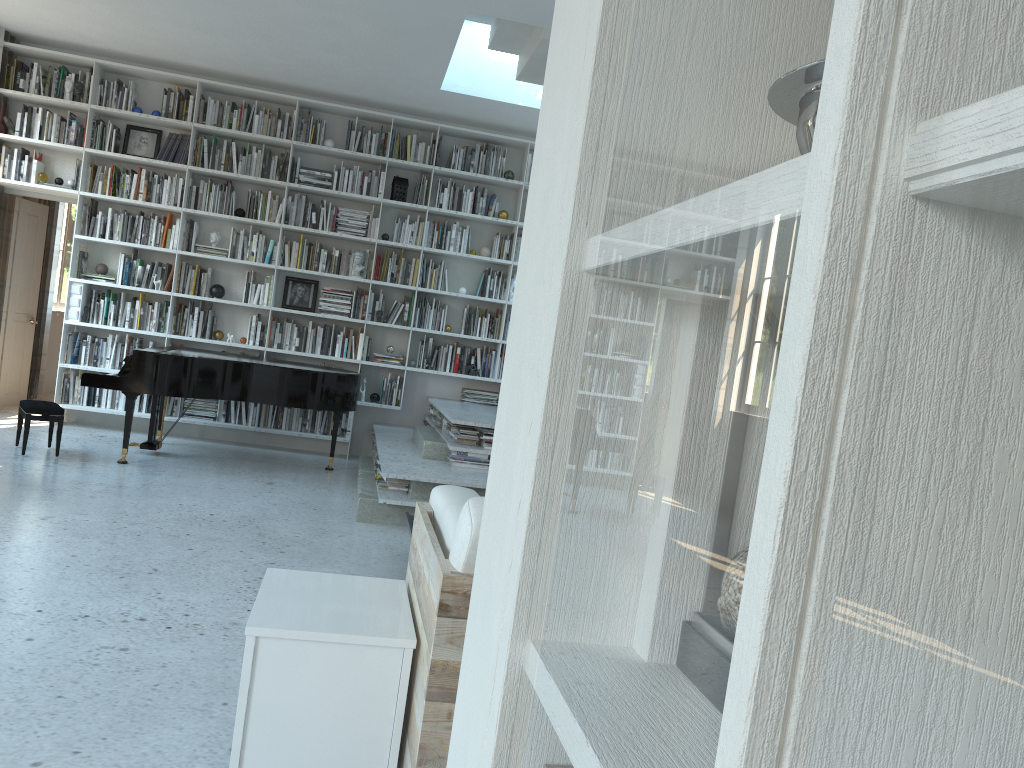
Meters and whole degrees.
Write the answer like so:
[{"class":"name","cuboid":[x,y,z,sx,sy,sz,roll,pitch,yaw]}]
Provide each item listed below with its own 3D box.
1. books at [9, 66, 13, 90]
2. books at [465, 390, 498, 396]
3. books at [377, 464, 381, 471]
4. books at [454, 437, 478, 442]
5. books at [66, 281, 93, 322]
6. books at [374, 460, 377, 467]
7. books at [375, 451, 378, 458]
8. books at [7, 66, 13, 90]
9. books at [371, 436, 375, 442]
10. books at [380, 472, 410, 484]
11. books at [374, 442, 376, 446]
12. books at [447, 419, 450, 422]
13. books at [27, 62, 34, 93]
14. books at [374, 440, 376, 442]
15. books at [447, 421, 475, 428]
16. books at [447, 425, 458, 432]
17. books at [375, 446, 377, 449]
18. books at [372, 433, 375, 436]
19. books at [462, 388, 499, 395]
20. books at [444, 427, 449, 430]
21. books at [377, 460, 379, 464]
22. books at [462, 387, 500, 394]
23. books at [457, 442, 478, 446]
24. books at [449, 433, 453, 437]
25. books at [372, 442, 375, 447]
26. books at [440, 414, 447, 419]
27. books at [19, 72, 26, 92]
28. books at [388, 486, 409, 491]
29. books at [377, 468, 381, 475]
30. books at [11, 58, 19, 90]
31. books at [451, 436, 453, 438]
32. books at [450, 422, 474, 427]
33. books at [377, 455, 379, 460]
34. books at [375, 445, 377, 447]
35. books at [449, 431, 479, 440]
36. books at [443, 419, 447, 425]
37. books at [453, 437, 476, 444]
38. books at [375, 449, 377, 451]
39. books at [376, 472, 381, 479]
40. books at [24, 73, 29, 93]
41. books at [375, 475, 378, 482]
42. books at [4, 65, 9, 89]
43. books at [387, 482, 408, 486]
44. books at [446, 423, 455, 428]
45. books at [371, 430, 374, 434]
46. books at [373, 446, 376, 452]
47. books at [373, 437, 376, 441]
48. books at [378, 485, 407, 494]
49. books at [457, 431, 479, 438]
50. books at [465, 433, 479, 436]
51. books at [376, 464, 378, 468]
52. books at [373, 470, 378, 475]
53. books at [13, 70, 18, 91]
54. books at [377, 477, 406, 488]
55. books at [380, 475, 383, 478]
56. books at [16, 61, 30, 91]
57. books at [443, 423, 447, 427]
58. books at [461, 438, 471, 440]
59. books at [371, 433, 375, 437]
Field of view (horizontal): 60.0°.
[{"class":"books","cuboid":[-4.237,-2.574,7.557,0.023,0.223,0.150,8,3,-10]},{"class":"books","cuboid":[-0.298,0.080,8.456,0.308,0.008,0.195,8,2,-8]},{"class":"books","cuboid":[-0.773,0.560,5.795,0.192,0.014,0.256,8,2,-14]},{"class":"books","cuboid":[-0.341,0.397,6.473,0.152,0.015,0.207,8,2,-13]},{"class":"books","cuboid":[-3.772,-0.715,7.738,0.106,0.340,0.306,8,2,-10]},{"class":"books","cuboid":[-0.944,0.609,6.696,0.189,0.009,0.290,8,2,-7]},{"class":"books","cuboid":[-0.985,0.564,7.000,0.182,0.013,0.287,8,2,-9]},{"class":"books","cuboid":[-4.261,-2.580,7.563,0.024,0.228,0.129,8,3,-10]},{"class":"books","cuboid":[-1.154,0.504,7.911,0.191,0.028,0.212,8,2,-6]},{"class":"books","cuboid":[-0.766,0.607,5.800,0.156,0.027,0.287,8,2,-15]},{"class":"books","cuboid":[-1.039,0.502,7.301,0.182,0.016,0.198,8,2,-5]},{"class":"books","cuboid":[-0.400,0.276,6.735,0.189,0.022,0.237,8,2,-5]},{"class":"books","cuboid":[-4.097,-2.584,7.579,0.010,0.281,0.160,8,3,-10]},{"class":"books","cuboid":[-1.090,0.491,7.609,0.180,0.015,0.294,8,2,-12]},{"class":"books","cuboid":[-0.392,0.309,6.739,0.168,0.013,0.281,8,2,-13]},{"class":"books","cuboid":[-0.394,0.343,6.741,0.177,0.026,0.230,8,2,-10]},{"class":"books","cuboid":[-1.090,0.545,7.612,0.172,0.014,0.220,8,2,-9]},{"class":"books","cuboid":[-1.197,0.477,8.200,0.188,0.009,0.211,8,2,-11]},{"class":"books","cuboid":[-0.297,0.073,8.456,0.346,0.007,0.193,8,2,-12]},{"class":"books","cuboid":[-0.448,0.353,7.043,0.167,0.024,0.192,8,2,-9]},{"class":"books","cuboid":[-0.876,0.579,6.394,0.180,0.017,0.182,8,2,-13]},{"class":"books","cuboid":[-0.295,0.065,8.455,0.346,0.007,0.193,8,2,-8]},{"class":"books","cuboid":[-0.335,0.424,6.476,0.144,0.009,0.249,8,2,-10]},{"class":"books","cuboid":[-0.397,0.388,6.744,0.154,0.007,0.292,8,2,-7]},{"class":"books","cuboid":[-1.152,0.546,7.915,0.189,0.030,0.237,8,2,-10]},{"class":"books","cuboid":[-0.456,0.271,7.036,0.192,0.014,0.256,8,2,-14]},{"class":"books","cuboid":[-4.151,-2.543,7.564,0.028,0.186,0.181,8,2,-10]},{"class":"books","cuboid":[-0.750,0.667,5.807,0.132,0.014,0.205,8,2,-10]},{"class":"books","cuboid":[-0.829,0.611,6.099,0.191,0.015,0.246,8,2,-9]},{"class":"books","cuboid":[-4.213,-2.602,7.550,0.014,0.286,0.175,8,3,-10]},{"class":"books","cuboid":[-0.395,0.402,6.746,0.142,0.020,0.230,8,2,-5]},{"class":"books","cuboid":[-0.390,0.300,6.739,0.171,0.007,0.260,8,2,-12]},{"class":"books","cuboid":[-0.927,0.574,6.696,0.160,0.025,0.243,8,2,-15]},{"class":"books","cuboid":[-0.979,0.508,6.997,0.179,0.012,0.249,8,2,-13]},{"class":"books","cuboid":[-0.351,0.376,6.470,0.185,0.014,0.297,8,2,-11]},{"class":"books","cuboid":[-0.448,0.311,7.040,0.174,0.029,0.250,8,2,-12]},{"class":"books","cuboid":[-0.349,0.411,6.473,0.161,0.014,0.212,8,2,-6]},{"class":"books","cuboid":[-1.036,0.569,7.307,0.159,0.012,0.292,8,2,-13]},{"class":"books","cuboid":[-0.836,0.641,6.100,0.191,0.006,0.275,8,2,-8]},{"class":"books","cuboid":[-4.126,-2.545,7.593,0.031,0.196,0.145,8,2,-10]},{"class":"books","cuboid":[-0.843,0.660,6.100,0.191,0.016,0.208,8,2,-5]},{"class":"books","cuboid":[-4.277,-2.576,7.538,0.014,0.219,0.188,8,2,-10]},{"class":"books","cuboid":[-0.750,0.632,5.805,0.137,0.019,0.224,8,2,-9]},{"class":"books","cuboid":[-0.397,0.325,6.740,0.187,0.009,0.250,8,2,-10]},{"class":"books","cuboid":[-1.201,0.453,8.198,0.191,0.013,0.243,8,2,-14]},{"class":"books","cuboid":[-1.100,0.565,7.612,0.177,0.026,0.230,8,2,-7]},{"class":"books","cuboid":[-1.038,0.465,7.299,0.193,0.005,0.224,8,2,-14]},{"class":"books","cuboid":[-0.782,0.678,5.802,0.184,0.017,0.230,8,2,-8]},{"class":"books","cuboid":[-0.326,0.366,6.474,0.137,0.012,0.242,8,2,-9]},{"class":"books","cuboid":[-0.303,0.358,6.477,0.091,0.011,0.189,8,2,-12]},{"class":"books","cuboid":[-0.884,0.610,6.395,0.189,0.013,0.215,8,2,-12]},{"class":"books","cuboid":[-0.895,0.647,6.396,0.193,0.005,0.224,8,2,-14]},{"class":"books","cuboid":[-4.201,-2.554,7.558,0.024,0.195,0.167,8,2,-10]},{"class":"books","cuboid":[-0.783,0.646,5.800,0.187,0.017,0.205,8,2,-5]},{"class":"books","cuboid":[-0.820,0.637,6.102,0.170,0.006,0.268,8,2,-10]},{"class":"books","cuboid":[-4.171,-2.587,7.556,0.025,0.269,0.177,8,3,-10]},{"class":"books","cuboid":[-0.456,0.332,7.040,0.178,0.015,0.187,8,2,-5]},{"class":"books","cuboid":[-0.333,0.388,6.474,0.134,0.006,0.227,8,2,-6]},{"class":"books","cuboid":[-1.200,0.487,8.200,0.177,0.012,0.278,8,2,-14]}]
